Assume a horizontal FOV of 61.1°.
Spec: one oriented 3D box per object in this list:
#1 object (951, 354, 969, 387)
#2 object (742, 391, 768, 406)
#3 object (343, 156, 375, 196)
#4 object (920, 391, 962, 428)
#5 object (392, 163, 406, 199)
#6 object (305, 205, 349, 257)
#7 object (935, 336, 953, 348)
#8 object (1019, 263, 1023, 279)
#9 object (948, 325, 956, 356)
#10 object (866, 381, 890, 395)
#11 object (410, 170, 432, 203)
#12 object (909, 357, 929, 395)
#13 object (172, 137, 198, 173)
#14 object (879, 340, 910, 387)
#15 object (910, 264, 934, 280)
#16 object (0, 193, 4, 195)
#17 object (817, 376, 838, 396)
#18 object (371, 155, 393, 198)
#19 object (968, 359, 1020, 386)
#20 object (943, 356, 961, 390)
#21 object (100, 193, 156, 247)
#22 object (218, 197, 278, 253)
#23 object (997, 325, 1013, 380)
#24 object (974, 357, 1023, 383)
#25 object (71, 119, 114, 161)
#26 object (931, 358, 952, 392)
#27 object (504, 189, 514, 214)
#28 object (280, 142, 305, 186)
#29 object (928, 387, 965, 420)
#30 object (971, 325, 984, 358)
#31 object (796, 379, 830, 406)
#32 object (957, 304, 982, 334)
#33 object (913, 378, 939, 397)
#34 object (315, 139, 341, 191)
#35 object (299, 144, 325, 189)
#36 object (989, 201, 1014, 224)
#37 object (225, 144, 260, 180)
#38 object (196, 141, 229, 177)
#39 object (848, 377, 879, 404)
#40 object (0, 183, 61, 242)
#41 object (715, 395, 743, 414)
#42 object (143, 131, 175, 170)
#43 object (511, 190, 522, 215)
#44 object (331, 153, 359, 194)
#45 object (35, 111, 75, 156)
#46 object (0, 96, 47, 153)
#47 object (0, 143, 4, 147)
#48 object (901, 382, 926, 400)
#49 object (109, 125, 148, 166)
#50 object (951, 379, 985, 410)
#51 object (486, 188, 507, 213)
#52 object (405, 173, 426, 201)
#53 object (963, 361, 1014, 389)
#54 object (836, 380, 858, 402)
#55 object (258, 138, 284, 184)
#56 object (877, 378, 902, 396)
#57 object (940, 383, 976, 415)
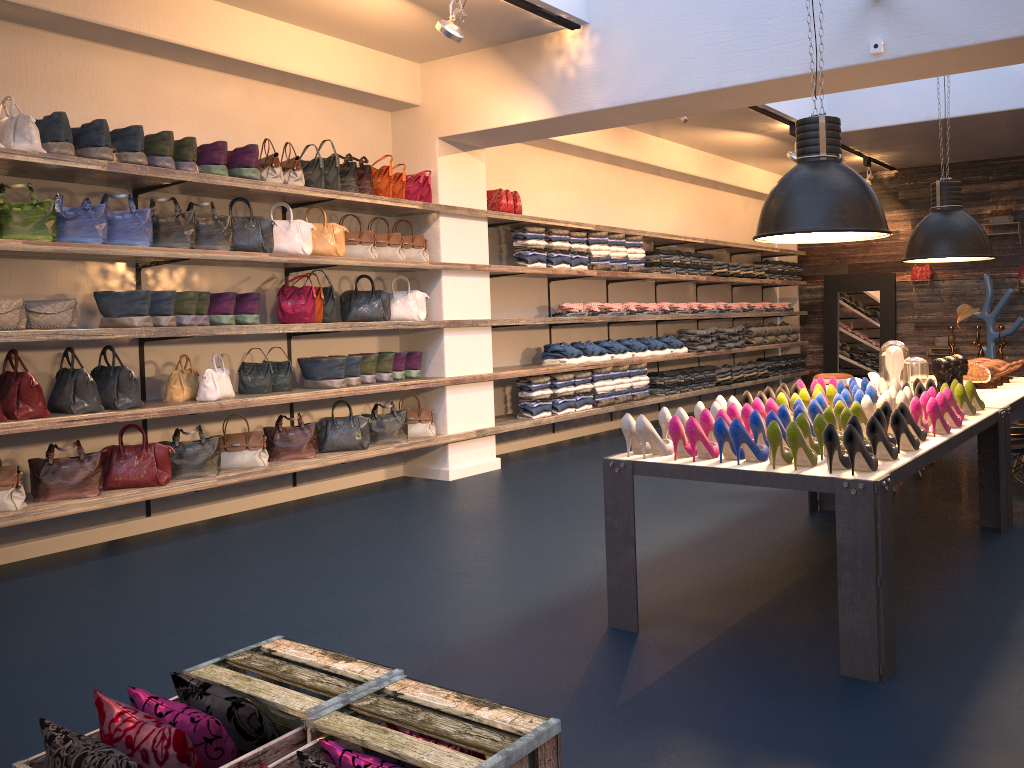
[{"bbox_3d":[3.221,-0.070,6.253,0.142,0.285,0.166,0,2,36],"label":"object"},{"bbox_3d":[1.375,0.127,4.822,0.187,0.195,0.261,0,4,33],"label":"object"},{"bbox_3d":[-1.209,-1.622,6.810,0.345,0.338,0.235,1,3,43],"label":"object"},{"bbox_3d":[2.244,0.129,4.556,0.185,0.195,0.263,1,4,43],"label":"object"},{"bbox_3d":[-0.980,-1.631,7.017,0.258,0.330,0.223,-2,2,-5],"label":"object"},{"bbox_3d":[-1.431,-1.124,6.417,0.448,0.385,0.182,-2,2,-19],"label":"object"},{"bbox_3d":[6.480,-0.630,13.020,0.261,0.175,0.107,-1,2,11],"label":"object"},{"bbox_3d":[7.380,-1.612,12.358,0.302,0.254,0.146,0,2,22],"label":"object"},{"bbox_3d":[3.879,-0.286,7.658,0.151,0.468,0.128,-2,2,-42],"label":"object"},{"bbox_3d":[2.252,0.073,5.274,0.186,0.195,0.262,1,4,37],"label":"object"},{"bbox_3d":[-0.787,-1.640,7.237,0.250,0.310,0.216,-1,2,-2],"label":"object"},{"bbox_3d":[2.788,-0.043,5.995,0.164,0.289,0.185,-1,2,25],"label":"object"},{"bbox_3d":[-2.159,-1.448,5.586,0.385,0.235,0.192,1,3,36],"label":"object"},{"bbox_3d":[2.597,-0.093,5.890,0.189,0.412,0.214,-1,2,25],"label":"object"},{"bbox_3d":[6.219,-1.698,13.178,0.149,0.253,0.310,-3,3,-42],"label":"object"},{"bbox_3d":[-2.890,-0.911,4.543,0.395,0.322,0.188,-2,2,-16],"label":"object"},{"bbox_3d":[2.105,0.040,5.739,0.187,0.195,0.260,0,3,31],"label":"object"},{"bbox_3d":[-1.070,-1.646,6.903,0.258,0.384,0.223,-2,2,-5],"label":"object"},{"bbox_3d":[3.790,-0.090,6.872,0.422,0.203,0.231,0,3,14],"label":"object"},{"bbox_3d":[3.054,-0.050,6.039,0.142,0.285,0.166,0,2,36],"label":"object"},{"bbox_3d":[-2.361,-0.983,5.227,0.396,0.338,0.206,-2,2,-18],"label":"object"},{"bbox_3d":[-1.825,-1.076,5.909,0.448,0.385,0.182,-2,2,-19],"label":"object"},{"bbox_3d":[4.210,-0.275,7.431,0.135,0.468,0.144,-1,1,13],"label":"object"},{"bbox_3d":[3.972,-0.112,7.102,0.416,0.203,0.235,0,3,21],"label":"object"},{"bbox_3d":[-2.461,-1.404,5.070,0.384,0.231,0.193,1,4,38],"label":"object"},{"bbox_3d":[2.882,-0.029,5.819,0.142,0.285,0.166,0,2,36],"label":"object"},{"bbox_3d":[-0.143,-1.683,8.051,0.293,0.244,0.154,1,3,37],"label":"object"},{"bbox_3d":[-1.606,-1.558,6.183,0.179,0.334,0.323,-3,3,-42],"label":"object"},{"bbox_3d":[2.398,0.105,4.823,0.186,0.195,0.262,1,4,37],"label":"object"},{"bbox_3d":[4.037,-0.281,7.547,0.145,0.468,0.134,-2,1,-11],"label":"object"},{"bbox_3d":[1.916,0.062,5.515,0.263,0.195,0.190,-4,4,-42],"label":"object"},{"bbox_3d":[6.385,-0.900,12.122,0.309,0.441,0.384,0,3,33],"label":"object"},{"bbox_3d":[2.598,0.054,5.423,0.186,0.195,0.262,1,4,37],"label":"object"},{"bbox_3d":[-1.396,-1.615,6.450,0.272,0.410,0.146,0,2,32],"label":"object"},{"bbox_3d":[-1.488,-1.575,6.331,0.272,0.352,0.146,0,2,32],"label":"object"},{"bbox_3d":[7.074,-2.479,12.548,0.179,0.334,0.323,-3,3,-42],"label":"object"},{"bbox_3d":[-1.839,-1.476,5.859,0.384,0.235,0.193,1,4,38],"label":"object"},{"bbox_3d":[-2.019,-1.461,5.719,0.387,0.235,0.191,1,3,31],"label":"object"},{"bbox_3d":[2.279,0.045,5.629,0.186,0.195,0.262,1,4,37],"label":"object"},{"bbox_3d":[-2.714,-0.941,4.775,0.396,0.338,0.206,-2,2,-18],"label":"object"},{"bbox_3d":[1.187,0.149,4.594,0.263,0.195,0.185,-4,4,-45],"label":"object"},{"bbox_3d":[-2.240,-1.431,5.391,0.387,0.235,0.191,1,3,31],"label":"object"},{"bbox_3d":[-0.071,-1.692,8.138,0.296,0.244,0.153,0,2,29],"label":"object"},{"bbox_3d":[-1.320,-1.605,6.635,0.303,0.338,0.276,-2,2,-11],"label":"object"},{"bbox_3d":[-2.589,-1.393,4.908,0.198,0.244,0.311,-3,3,-33],"label":"object"},{"bbox_3d":[-2.737,-1.418,4.778,0.395,0.331,0.207,0,3,31],"label":"object"},{"bbox_3d":[-2.872,-1.401,4.603,0.396,0.331,0.206,0,2,29],"label":"object"},{"bbox_3d":[2.410,0.078,5.169,0.186,0.195,0.261,0,4,35],"label":"object"},{"bbox_3d":[-2.346,-1.418,5.217,0.389,0.231,0.191,1,3,28],"label":"object"},{"bbox_3d":[2.754,0.063,5.268,0.186,0.195,0.262,1,4,37],"label":"object"},{"bbox_3d":[-0.207,-1.676,7.967,0.294,0.244,0.154,1,3,34],"label":"object"},{"bbox_3d":[-0.845,-1.613,7.142,0.312,0.283,0.248,-2,3,-17],"label":"object"},{"bbox_3d":[3.623,-0.070,6.658,0.422,0.203,0.231,0,3,14],"label":"object"},{"bbox_3d":[2.097,0.068,5.379,0.188,0.195,0.259,0,3,29],"label":"object"},{"bbox_3d":[-1.716,-1.545,6.042,0.179,0.334,0.323,-3,3,-42],"label":"object"},{"bbox_3d":[2.426,0.051,5.514,0.185,0.195,0.263,1,4,43],"label":"object"},{"bbox_3d":[2.577,0.085,5.035,0.186,0.195,0.262,1,4,37],"label":"object"}]
